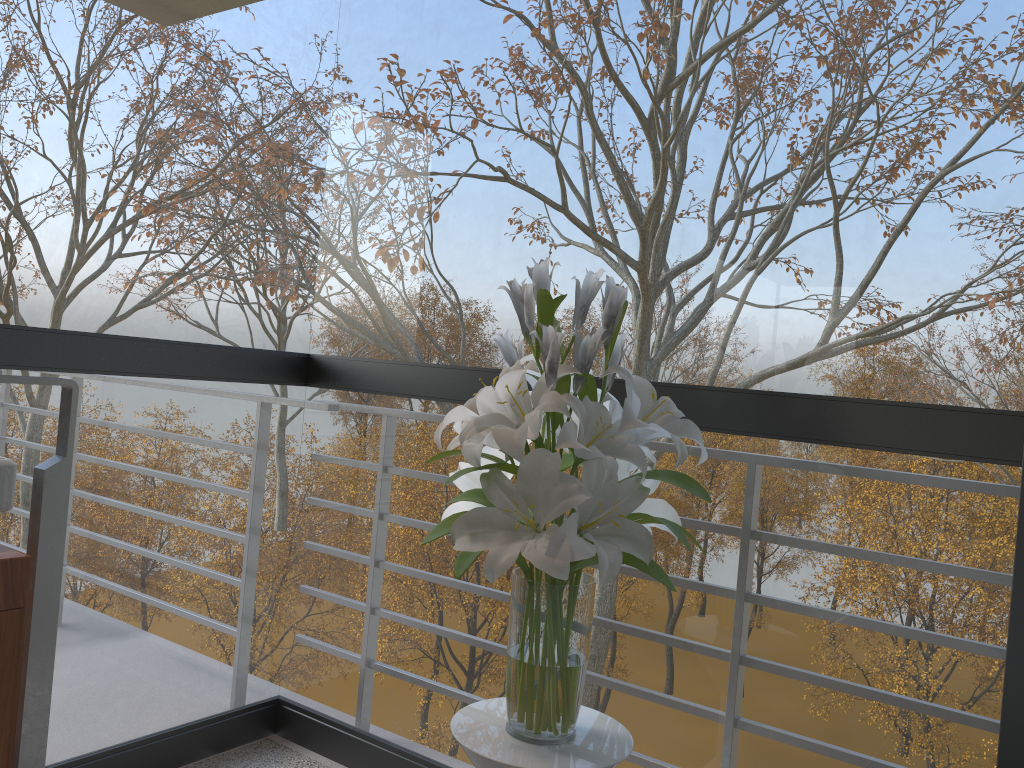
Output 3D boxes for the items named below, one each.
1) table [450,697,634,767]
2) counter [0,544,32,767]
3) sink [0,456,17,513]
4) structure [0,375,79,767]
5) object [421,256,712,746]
[{"bbox_3d":[0.029,0.819,1.488,0.307,0.479,0.307,5,0,19],"label":"table"},{"bbox_3d":[-1.492,0.573,0.789,0.525,0.704,1.847,5,0,35],"label":"counter"},{"bbox_3d":[-1.176,0.111,1.267,0.352,0.266,0.750,5,0,35],"label":"sink"},{"bbox_3d":[-0.943,0.477,1.583,0.069,0.989,0.303,5,0,35],"label":"structure"},{"bbox_3d":[0.071,0.183,1.493,0.459,0.796,0.450,5,0,-27],"label":"object"}]
